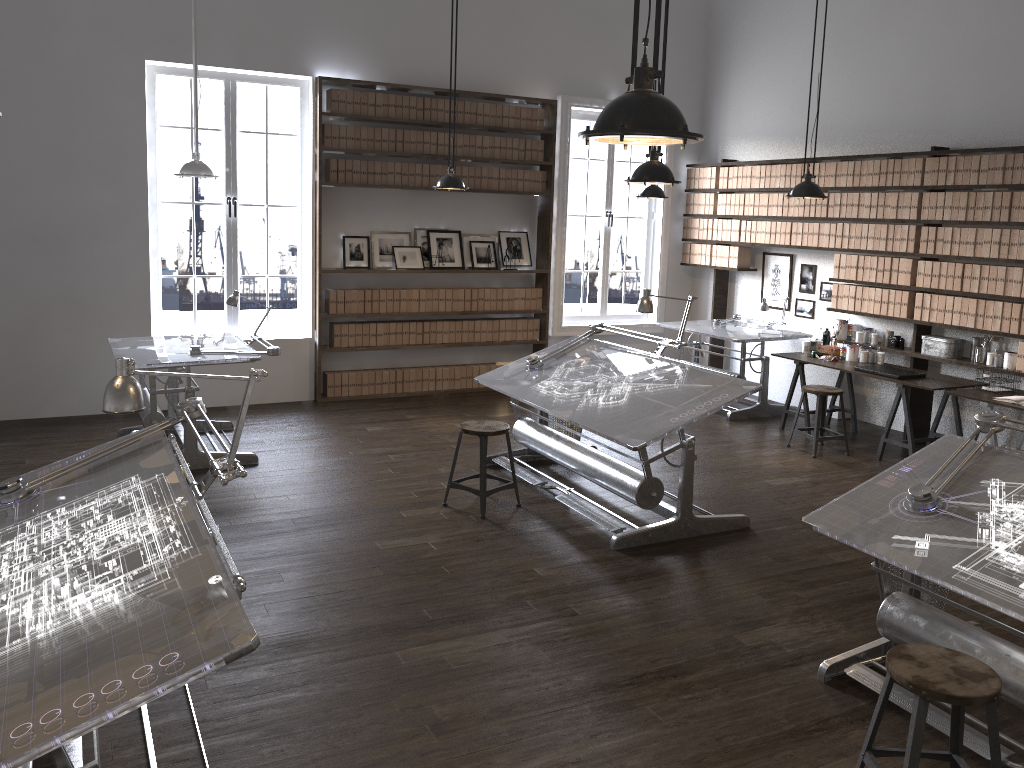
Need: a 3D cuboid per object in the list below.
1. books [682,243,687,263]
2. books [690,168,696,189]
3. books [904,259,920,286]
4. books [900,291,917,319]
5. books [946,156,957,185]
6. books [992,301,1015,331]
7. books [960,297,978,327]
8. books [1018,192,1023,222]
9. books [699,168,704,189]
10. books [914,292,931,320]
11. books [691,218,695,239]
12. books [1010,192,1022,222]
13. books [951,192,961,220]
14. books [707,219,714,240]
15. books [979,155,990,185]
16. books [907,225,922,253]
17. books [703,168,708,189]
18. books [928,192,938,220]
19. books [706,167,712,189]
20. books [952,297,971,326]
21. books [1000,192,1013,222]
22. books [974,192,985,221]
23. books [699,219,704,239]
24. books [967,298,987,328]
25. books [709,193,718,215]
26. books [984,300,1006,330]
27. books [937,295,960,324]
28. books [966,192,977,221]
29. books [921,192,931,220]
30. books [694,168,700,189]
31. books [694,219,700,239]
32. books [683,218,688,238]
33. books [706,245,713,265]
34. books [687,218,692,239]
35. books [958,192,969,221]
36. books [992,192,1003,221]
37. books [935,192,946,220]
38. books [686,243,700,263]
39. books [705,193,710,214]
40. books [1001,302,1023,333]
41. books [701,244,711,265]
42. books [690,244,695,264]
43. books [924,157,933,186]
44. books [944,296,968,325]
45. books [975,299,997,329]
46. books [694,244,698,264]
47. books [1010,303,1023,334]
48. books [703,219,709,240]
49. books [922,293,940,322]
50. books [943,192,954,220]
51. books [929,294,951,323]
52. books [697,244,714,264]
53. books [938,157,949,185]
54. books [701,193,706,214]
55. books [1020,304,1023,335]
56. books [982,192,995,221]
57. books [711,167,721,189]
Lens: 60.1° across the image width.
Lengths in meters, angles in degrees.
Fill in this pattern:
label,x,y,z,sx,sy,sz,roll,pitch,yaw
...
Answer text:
label,x,y,z,sx,sy,sz,roll,pitch,yaw
books,2.021,-1.484,10.045,0.175,0.224,0.067,-3,9,-27
books,2.077,-2.283,9.860,0.175,0.224,0.067,-3,9,-27
books,3.367,-0.930,7.394,0.175,0.224,0.067,-3,9,-27
books,3.358,-0.665,7.436,0.175,0.224,0.067,-3,9,-27
books,3.535,-1.683,7.014,0.174,0.224,0.067,-3,9,-27
books,3.731,-0.513,6.707,0.174,0.224,0.067,-3,9,-27
books,3.609,-0.564,6.952,0.175,0.224,0.067,-3,9,-27
books,3.811,-1.294,6.495,0.175,0.224,0.067,-3,9,-27
books,2.148,-2.258,9.738,0.174,0.224,0.067,-3,9,-27
books,3.416,-0.641,7.318,0.175,0.224,0.067,-3,9,-27
books,2.090,-1.732,9.889,0.174,0.224,0.067,-3,9,-27
books,3.784,-1.306,6.554,0.175,0.224,0.067,-3,9,-27
books,3.559,-1.397,6.991,0.175,0.224,0.067,-3,9,-27
books,2.221,-1.678,9.632,0.175,0.224,0.067,-3,9,-27
books,3.662,-1.631,6.765,0.175,0.224,0.067,-3,9,-27
books,3.381,-1.204,7.362,0.175,0.224,0.067,-3,9,-27
books,2.177,-2.245,9.675,0.175,0.224,0.067,-3,9,-27
books,3.466,-1.435,7.172,0.175,0.224,0.067,-3,9,-27
books,2.206,-2.232,9.611,0.175,0.224,0.067,-3,9,-27
books,3.579,-0.575,7.007,0.175,0.224,0.067,-3,9,-27
books,3.746,-1.319,6.617,0.175,0.224,0.067,-3,9,-27
books,3.652,-1.360,6.810,0.174,0.224,0.067,-3,9,-27
books,2.154,-1.706,9.764,0.175,0.224,0.067,-3,9,-27
books,3.635,-0.551,6.891,0.175,0.224,0.067,-3,9,-27
books,2.230,-1.947,9.594,0.174,0.224,0.067,-3,9,-27
books,3.703,-0.526,6.772,0.174,0.224,0.067,-3,9,-27
books,3.517,-0.602,7.133,0.175,0.224,0.067,-3,9,-27
books,3.620,-1.373,6.873,0.175,0.224,0.067,-3,9,-27
books,3.437,-1.448,7.235,0.174,0.224,0.067,-3,9,-27
books,2.113,-2.270,9.797,0.174,0.224,0.067,-3,9,-27
books,2.118,-1.719,9.825,0.174,0.224,0.067,-3,9,-27
books,2.022,-1.757,10.008,0.175,0.224,0.067,-3,9,-27
books,2.209,-1.406,9.671,0.174,0.224,0.067,-3,9,-27
books,2.058,-1.745,9.951,0.175,0.224,0.067,-3,9,-27
books,3.585,-1.385,6.930,0.175,0.224,0.067,-3,9,-27
books,3.717,-1.334,6.686,0.175,0.224,0.067,-3,9,-27
books,3.495,-1.422,7.109,0.175,0.224,0.067,-3,9,-27
books,2.050,-1.470,9.976,0.175,0.224,0.067,-3,9,-27
books,2.198,-1.960,9.657,0.175,0.224,0.067,-3,9,-27
books,3.767,-0.500,6.647,0.175,0.224,0.067,-3,9,-27
books,2.173,-1.419,9.733,0.175,0.224,0.067,-3,9,-27
books,2.088,-1.457,9.913,0.175,0.224,0.067,-3,9,-27
books,3.442,-1.721,7.198,0.175,0.224,0.067,-3,9,-27
books,3.545,-0.589,7.070,0.175,0.224,0.067,-3,9,-27
books,3.671,-0.539,6.834,0.175,0.224,0.067,-3,9,-27
books,2.116,-1.445,9.854,0.175,0.224,0.067,-3,9,-27
books,3.796,-0.486,6.578,0.175,0.224,0.067,-3,9,-27
books,2.183,-1.692,9.695,0.175,0.224,0.067,-3,9,-27
books,3.452,-0.628,7.256,0.174,0.224,0.067,-3,9,-27
books,3.529,-1.409,7.046,0.175,0.224,0.067,-3,9,-27
books,3.487,-0.615,7.196,0.174,0.224,0.067,-3,9,-27
books,2.140,-1.433,9.797,0.175,0.224,0.067,-3,9,-27
books,3.499,-1.696,7.076,0.175,0.224,0.067,-3,9,-27
books,2.163,-1.972,9.713,0.175,0.224,0.067,-3,9,-27
books,3.834,-0.473,6.515,0.175,0.224,0.067,-3,9,-27
books,3.680,-1.346,6.746,0.174,0.224,0.067,-3,9,-27
books,2.240,-2.218,9.548,0.175,0.224,0.067,-3,9,-27
